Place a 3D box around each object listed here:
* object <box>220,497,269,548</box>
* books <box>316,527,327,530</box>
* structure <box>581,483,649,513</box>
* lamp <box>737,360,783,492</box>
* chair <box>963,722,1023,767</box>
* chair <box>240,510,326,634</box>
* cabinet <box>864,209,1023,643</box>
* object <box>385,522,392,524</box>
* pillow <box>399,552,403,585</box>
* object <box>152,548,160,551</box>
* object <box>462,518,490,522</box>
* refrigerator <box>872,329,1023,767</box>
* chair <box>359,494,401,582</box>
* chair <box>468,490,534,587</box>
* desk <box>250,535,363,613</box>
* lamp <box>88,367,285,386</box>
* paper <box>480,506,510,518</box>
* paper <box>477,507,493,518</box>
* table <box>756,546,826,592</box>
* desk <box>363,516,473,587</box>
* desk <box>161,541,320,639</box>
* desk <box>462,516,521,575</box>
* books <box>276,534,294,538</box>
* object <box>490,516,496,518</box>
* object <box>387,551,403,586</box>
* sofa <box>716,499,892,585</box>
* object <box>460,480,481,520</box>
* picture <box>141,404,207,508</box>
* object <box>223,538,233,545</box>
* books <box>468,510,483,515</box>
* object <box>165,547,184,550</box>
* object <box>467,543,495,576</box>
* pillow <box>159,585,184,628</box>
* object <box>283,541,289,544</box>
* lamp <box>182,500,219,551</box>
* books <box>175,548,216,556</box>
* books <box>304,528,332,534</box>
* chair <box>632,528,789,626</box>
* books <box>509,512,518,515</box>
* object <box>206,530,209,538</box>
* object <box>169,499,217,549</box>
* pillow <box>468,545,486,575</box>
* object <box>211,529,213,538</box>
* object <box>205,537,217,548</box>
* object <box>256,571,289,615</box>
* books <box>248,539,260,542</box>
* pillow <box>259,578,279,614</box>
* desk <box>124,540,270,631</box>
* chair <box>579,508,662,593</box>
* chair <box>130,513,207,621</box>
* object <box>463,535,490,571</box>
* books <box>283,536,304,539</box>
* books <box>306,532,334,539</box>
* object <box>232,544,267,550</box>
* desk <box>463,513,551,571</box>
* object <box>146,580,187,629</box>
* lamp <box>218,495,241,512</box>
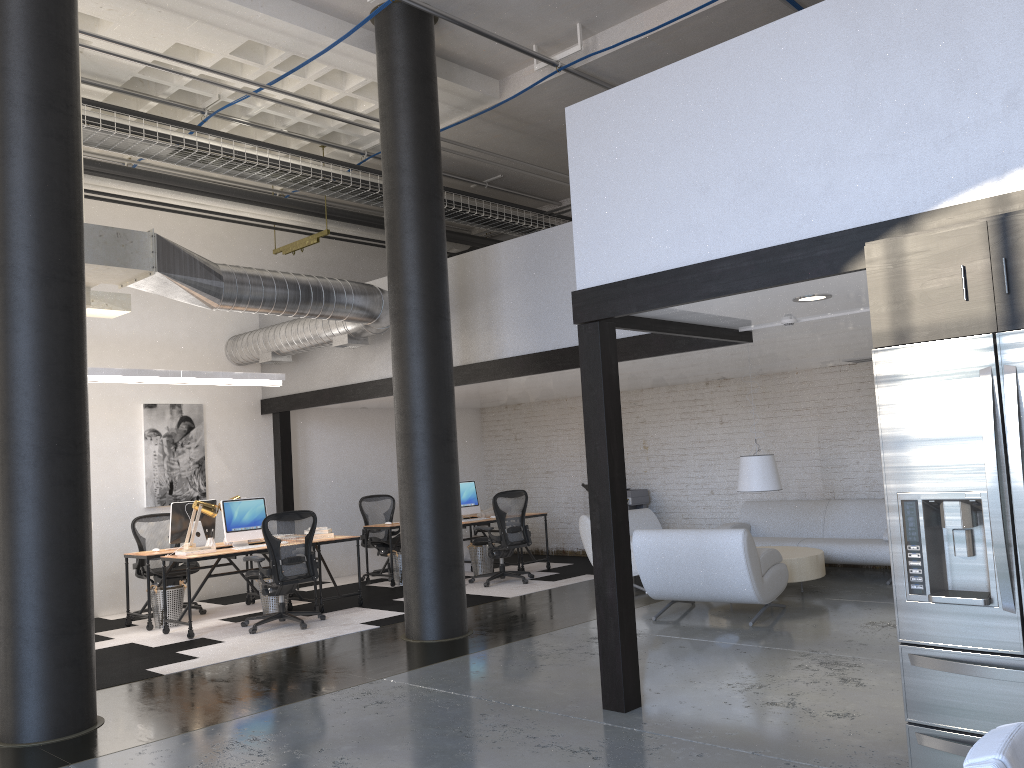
[{"bbox_3d":[-2.687,1.393,8.906,0.190,0.485,0.484,-7,-6,43],"label":"object"},{"bbox_3d":[-2.075,1.545,9.485,0.185,0.030,0.153,-2,-5,-19],"label":"books"},{"bbox_3d":[1.403,1.835,11.800,1.059,1.056,0.503,-8,-6,43],"label":"structure"},{"bbox_3d":[2.394,0.379,8.762,0.436,1.346,0.436,-1,-5,-33],"label":"lamp"},{"bbox_3d":[0.971,1.038,1.270,0.502,0.983,0.579,-7,-5,40],"label":"chair"},{"bbox_3d":[-2.222,1.750,8.408,0.793,1.084,0.771,-6,-5,27],"label":"chair"},{"bbox_3d":[1.939,0.268,0.796,4.279,2.312,4.232,-8,-6,43],"label":"cabinet"},{"bbox_3d":[-1.542,1.739,11.088,0.106,0.029,0.059,-8,-7,44],"label":"object"},{"bbox_3d":[-1.279,2.236,10.790,0.120,0.406,0.239,-7,-6,44],"label":"pillow"},{"bbox_3d":[-3.610,1.684,9.000,0.106,0.029,0.059,-8,-7,44],"label":"object"},{"bbox_3d":[-0.463,1.656,10.807,0.119,0.017,0.439,-8,-7,43],"label":"object"},{"bbox_3d":[1.946,0.715,3.226,0.854,1.770,0.821,-7,-6,43],"label":"refrigerator"},{"bbox_3d":[-1.595,1.987,11.605,0.793,1.084,0.771,-6,-5,27],"label":"chair"},{"bbox_3d":[-0.155,1.805,10.496,0.793,1.084,0.771,-6,-5,27],"label":"chair"},{"bbox_3d":[-2.267,2.039,9.659,1.402,0.724,0.529,-8,-6,43],"label":"desk"},{"bbox_3d":[-5.139,-1.433,7.188,0.226,2.861,7.303,-7,-6,43],"label":"lamp"},{"bbox_3d":[-0.218,1.672,11.556,0.083,0.082,1.135,-5,-5,18],"label":"paper"},{"bbox_3d":[-0.339,1.689,11.671,0.083,0.082,1.135,-4,-5,8],"label":"paper"},{"bbox_3d":[2.457,1.839,8.628,1.119,0.394,1.119,-6,-5,25],"label":"table"},{"bbox_3d":[-1.168,2.116,11.330,0.530,0.724,1.401,-8,-6,43],"label":"desk"},{"bbox_3d":[-2.628,1.974,8.657,0.530,0.724,1.401,-8,-6,43],"label":"desk"},{"bbox_3d":[-0.561,2.029,10.746,0.530,0.724,1.401,-8,-6,43],"label":"desk"},{"bbox_3d":[-2.609,1.712,9.982,0.235,0.024,0.200,-5,-5,17],"label":"books"},{"bbox_3d":[-0.232,1.655,11.041,0.106,0.029,0.059,-8,-7,44],"label":"object"},{"bbox_3d":[-1.333,2.231,10.848,0.353,0.434,0.359,-7,-6,40],"label":"object"},{"bbox_3d":[3.322,1.682,9.668,2.139,0.776,1.015,-8,-6,43],"label":"sofa"},{"bbox_3d":[-0.620,1.447,10.994,0.190,0.485,0.484,-7,-6,43],"label":"object"},{"bbox_3d":[-3.954,0.824,10.390,0.049,1.182,0.731,-7,-6,43],"label":"picture"},{"bbox_3d":[-2.962,1.621,9.269,0.101,0.126,0.101,-3,-4,-2],"label":"object"},{"bbox_3d":[-0.555,1.762,12.157,0.200,0.050,0.271,-8,-6,40],"label":"books"},{"bbox_3d":[-3.378,1.696,9.232,0.119,0.017,0.439,-8,-7,43],"label":"object"},{"bbox_3d":[-0.378,2.204,11.207,0.353,0.434,0.359,-7,-6,40],"label":"object"},{"bbox_3d":[-3.346,2.181,8.701,0.120,0.406,0.239,-7,-6,44],"label":"pillow"},{"bbox_3d":[-2.299,1.601,8.952,0.106,0.029,0.059,-8,-7,44],"label":"object"},{"bbox_3d":[-2.973,1.344,8.482,0.126,0.469,0.344,-7,-6,43],"label":"lamp"},{"bbox_3d":[-3.013,1.596,8.447,0.226,0.038,0.309,-8,-7,43],"label":"books"},{"bbox_3d":[-2.076,1.578,9.498,0.257,0.044,0.193,-4,-5,1],"label":"books"},{"bbox_3d":[1.725,1.600,7.632,1.008,0.784,1.026,-7,-6,35],"label":"chair"},{"bbox_3d":[0.040,1.688,11.560,0.235,0.024,0.200,-2,-5,-13],"label":"books"},{"bbox_3d":[-2.964,1.528,8.681,0.054,0.207,0.008,-4,-4,8],"label":"object"},{"bbox_3d":[-3.249,1.441,9.078,0.190,0.485,0.484,-7,-6,43],"label":"object"},{"bbox_3d":[-0.431,2.226,11.264,0.120,0.406,0.239,-7,-6,44],"label":"pillow"},{"bbox_3d":[-2.951,1.529,8.707,0.008,0.207,0.054,-5,-5,26],"label":"object"},{"bbox_3d":[-2.952,1.570,8.689,0.101,0.126,0.101,-3,-4,-2],"label":"object"},{"bbox_3d":[-2.446,2.150,9.119,0.353,0.434,0.359,-7,-6,40],"label":"object"},{"bbox_3d":[-2.897,1.680,9.506,0.226,0.038,0.309,-8,-7,43],"label":"books"},{"bbox_3d":[-2.499,2.171,9.175,0.120,0.406,0.239,-7,-6,44],"label":"pillow"},{"bbox_3d":[-3.236,2.061,9.242,0.530,0.724,1.401,-8,-6,43],"label":"desk"},{"bbox_3d":[1.448,1.795,9.702,1.007,0.784,1.027,0,-6,-35],"label":"chair"},{"bbox_3d":[-3.663,1.933,9.516,0.793,1.084,0.771,-6,-5,27],"label":"chair"},{"bbox_3d":[-0.547,2.264,11.872,0.544,0.454,0.221,-8,-6,43],"label":"object"},{"bbox_3d":[-2.388,1.679,9.715,0.205,0.019,0.243,-5,-5,21],"label":"books"},{"bbox_3d":[-2.053,1.622,9.477,0.271,0.050,0.200,-2,-5,-19],"label":"books"},{"bbox_3d":[-2.530,1.601,8.719,0.119,0.017,0.439,-8,-7,43],"label":"object"},{"bbox_3d":[-0.200,2.093,11.747,1.402,0.724,0.529,-8,-6,43],"label":"desk"},{"bbox_3d":[-3.400,2.176,8.760,0.353,0.434,0.359,-7,-6,40],"label":"object"},{"bbox_3d":[-2.966,1.432,9.506,0.128,0.469,0.344,-7,-6,43],"label":"lamp"}]
